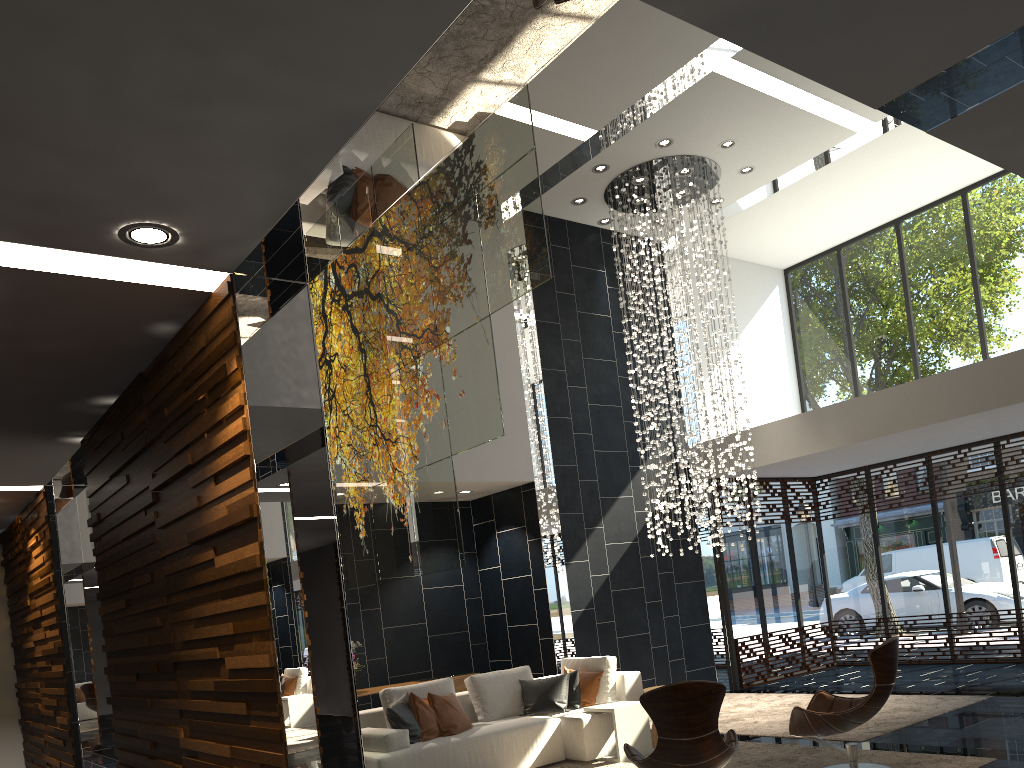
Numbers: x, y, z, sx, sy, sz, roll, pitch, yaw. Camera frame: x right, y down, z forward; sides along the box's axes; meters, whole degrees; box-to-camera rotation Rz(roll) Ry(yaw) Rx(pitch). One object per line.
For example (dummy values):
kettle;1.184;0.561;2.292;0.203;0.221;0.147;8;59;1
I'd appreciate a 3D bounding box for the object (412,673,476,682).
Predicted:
object;-0.731;3.255;9.572;0.706;0.026;0.250;0;-16;-26

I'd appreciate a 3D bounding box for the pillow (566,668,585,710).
pillow;0.442;2.883;8.070;0.561;0.406;0.257;-11;-6;20

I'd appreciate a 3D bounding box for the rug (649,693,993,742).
rug;2.766;3.461;9.100;2.328;0.006;3.533;4;-18;-36

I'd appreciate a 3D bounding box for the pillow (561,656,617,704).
pillow;0.732;2.860;8.328;0.217;0.447;0.736;-4;-10;-36

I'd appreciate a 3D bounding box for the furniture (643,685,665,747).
furniture;1.443;3.071;7.994;0.392;0.510;0.402;-7;-6;-3

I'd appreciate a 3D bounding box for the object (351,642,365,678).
object;-1.896;2.835;8.710;0.709;0.661;0.659;-15;-11;43

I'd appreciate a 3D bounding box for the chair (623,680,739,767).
chair;1.043;2.133;4.983;0.673;0.909;0.810;-6;-7;-10

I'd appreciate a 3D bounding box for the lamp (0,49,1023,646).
lamp;-7.088;-44.202;4.920;397.283;111.345;413.629;-4;-14;-12

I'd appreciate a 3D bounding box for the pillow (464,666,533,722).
pillow;-0.067;2.897;8.084;0.716;0.427;0.298;1;-9;-36

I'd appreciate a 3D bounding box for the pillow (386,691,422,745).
pillow;-0.873;2.761;7.125;0.257;0.403;0.567;-8;-10;9

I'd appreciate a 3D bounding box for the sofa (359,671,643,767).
sofa;-0.093;3.083;7.665;2.841;0.666;1.334;4;-16;-37

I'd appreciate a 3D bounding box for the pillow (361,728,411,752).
pillow;-1.083;2.867;6.965;0.239;0.147;0.643;3;-17;-41

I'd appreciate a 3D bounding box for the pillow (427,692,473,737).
pillow;-0.526;2.812;7.399;0.272;0.402;0.527;-9;-10;22

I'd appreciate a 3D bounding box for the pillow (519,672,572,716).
pillow;0.303;2.872;7.953;0.509;0.358;0.304;-9;-7;12

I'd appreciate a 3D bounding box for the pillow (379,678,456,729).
pillow;-0.785;2.837;7.547;0.717;0.442;0.254;2;-9;-37

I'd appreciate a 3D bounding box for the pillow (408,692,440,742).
pillow;-0.715;2.778;7.274;0.246;0.419;0.559;-8;-10;17

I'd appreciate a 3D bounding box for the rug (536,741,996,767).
rug;0.294;3.290;7.297;3.202;0.006;6.103;4;-18;-36

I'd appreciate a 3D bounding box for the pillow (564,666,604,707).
pillow;0.624;2.870;8.155;0.267;0.403;0.535;-2;-10;-42

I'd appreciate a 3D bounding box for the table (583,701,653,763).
table;0.935;3.058;7.607;0.398;0.455;0.412;-2;-9;-37

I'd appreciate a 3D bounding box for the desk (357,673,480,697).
desk;-1.312;3.585;9.128;2.236;0.732;1.022;3;-14;-37

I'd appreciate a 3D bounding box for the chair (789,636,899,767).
chair;2.342;2.257;6.061;0.798;0.910;0.682;-9;-6;20

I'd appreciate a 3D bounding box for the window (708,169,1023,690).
window;5.326;0.311;9.655;2.337;5.881;6.335;-5;-8;-38
